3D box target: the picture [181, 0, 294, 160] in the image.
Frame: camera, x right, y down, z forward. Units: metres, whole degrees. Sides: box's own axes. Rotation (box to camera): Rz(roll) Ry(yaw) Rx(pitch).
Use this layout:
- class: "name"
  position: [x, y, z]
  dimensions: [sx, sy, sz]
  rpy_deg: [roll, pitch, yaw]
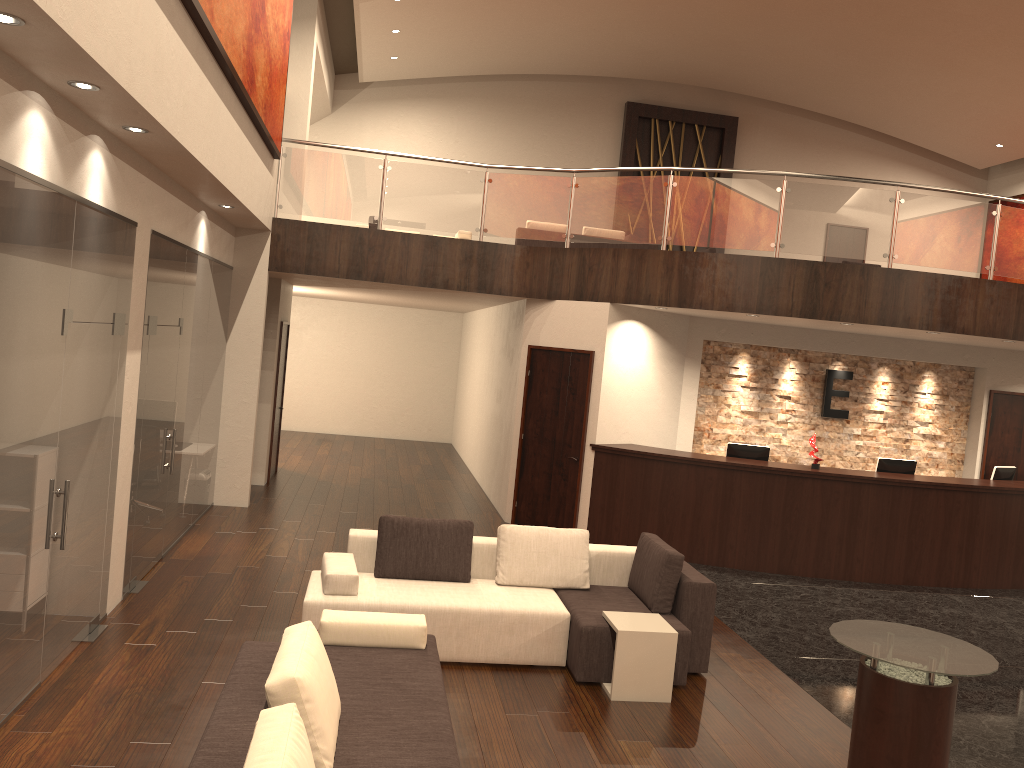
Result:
- class: "picture"
  position: [-2.044, -3.612, 6.767]
  dimensions: [0.070, 2.526, 6.485]
  rpy_deg: [5, 2, -9]

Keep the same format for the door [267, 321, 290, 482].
- class: "door"
  position: [-3.367, 0.218, 12.745]
  dimensions: [0.104, 2.232, 0.990]
  rpy_deg: [5, 2, -9]

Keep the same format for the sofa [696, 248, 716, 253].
- class: "sofa"
  position: [3.700, -2.013, 16.657]
  dimensions: [1.291, 0.862, 2.846]
  rpy_deg: [5, 2, -9]

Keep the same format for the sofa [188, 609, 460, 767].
- class: "sofa"
  position: [0.061, 1.614, 3.781]
  dimensions: [2.586, 0.862, 3.366]
  rpy_deg: [5, 2, -9]

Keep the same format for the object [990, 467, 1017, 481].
- class: "object"
  position: [5.926, 1.238, 10.711]
  dimensions: [0.483, 0.485, 0.189]
  rpy_deg: [4, 3, -34]

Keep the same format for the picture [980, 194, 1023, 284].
- class: "picture"
  position: [11.194, -2.809, 18.187]
  dimensions: [0.070, 2.526, 4.515]
  rpy_deg: [5, 2, -9]

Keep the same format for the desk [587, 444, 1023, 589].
- class: "desk"
  position: [4.393, 1.596, 10.502]
  dimensions: [7.146, 1.171, 1.674]
  rpy_deg: [5, 2, -7]

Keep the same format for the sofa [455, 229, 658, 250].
- class: "sofa"
  position: [0.537, -2.272, 15.529]
  dimensions: [3.366, 0.862, 2.586]
  rpy_deg: [5, 2, -9]

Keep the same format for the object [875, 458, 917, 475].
- class: "object"
  position: [4.447, 1.113, 10.298]
  dimensions: [0.483, 0.485, 0.189]
  rpy_deg: [5, 2, -9]

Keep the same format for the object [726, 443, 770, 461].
- class: "object"
  position: [2.724, 0.945, 10.300]
  dimensions: [0.483, 0.485, 0.189]
  rpy_deg: [6, 2, 6]

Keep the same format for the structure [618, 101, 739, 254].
- class: "structure"
  position: [3.497, -3.844, 19.366]
  dimensions: [2.524, 4.236, 0.187]
  rpy_deg: [5, 2, -9]

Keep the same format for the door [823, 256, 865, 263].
- class: "door"
  position: [7.507, -2.478, 20.145]
  dimensions: [0.990, 2.232, 0.104]
  rpy_deg: [5, 2, -9]

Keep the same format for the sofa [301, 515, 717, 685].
- class: "sofa"
  position: [-0.029, 1.496, 6.405]
  dimensions: [2.846, 0.862, 1.291]
  rpy_deg: [5, 2, -9]

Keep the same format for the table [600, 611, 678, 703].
- class: "table"
  position: [0.822, 1.803, 5.885]
  dimensions: [0.400, 0.460, 0.400]
  rpy_deg: [5, 2, -9]

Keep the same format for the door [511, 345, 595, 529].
- class: "door"
  position: [0.482, 0.680, 10.622]
  dimensions: [0.990, 2.232, 0.104]
  rpy_deg: [8, 3, 41]

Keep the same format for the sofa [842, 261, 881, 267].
- class: "sofa"
  position: [6.006, -1.799, 16.895]
  dimensions: [1.291, 0.862, 2.846]
  rpy_deg: [5, 2, -9]

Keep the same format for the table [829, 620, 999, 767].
- class: "table"
  position: [2.113, 1.803, 4.798]
  dimensions: [0.833, 0.795, 0.844]
  rpy_deg: [7, 3, 30]

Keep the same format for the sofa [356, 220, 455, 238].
- class: "sofa"
  position: [-1.265, -2.498, 16.761]
  dimensions: [3.366, 0.862, 2.586]
  rpy_deg: [5, 2, -9]

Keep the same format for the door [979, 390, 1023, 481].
- class: "door"
  position: [6.842, 1.231, 12.115]
  dimensions: [0.990, 2.232, 0.104]
  rpy_deg: [5, 2, -9]

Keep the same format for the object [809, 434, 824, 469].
- class: "object"
  position: [3.385, 0.748, 9.850]
  dimensions: [0.163, 0.390, 0.165]
  rpy_deg: [5, 2, -1]
